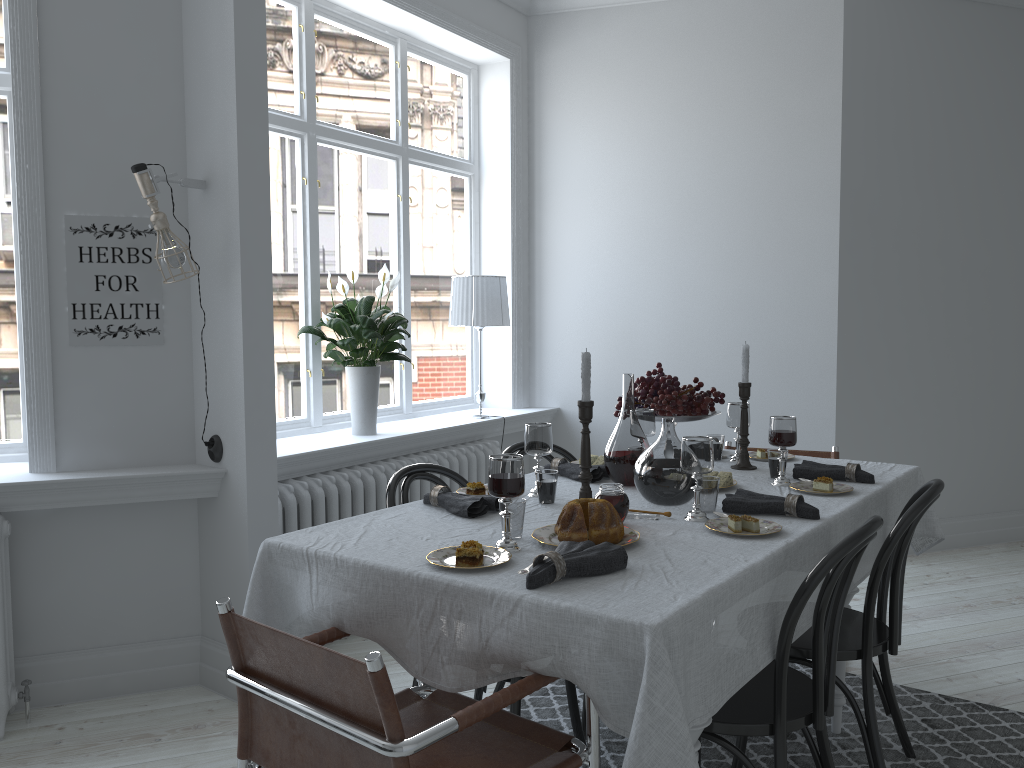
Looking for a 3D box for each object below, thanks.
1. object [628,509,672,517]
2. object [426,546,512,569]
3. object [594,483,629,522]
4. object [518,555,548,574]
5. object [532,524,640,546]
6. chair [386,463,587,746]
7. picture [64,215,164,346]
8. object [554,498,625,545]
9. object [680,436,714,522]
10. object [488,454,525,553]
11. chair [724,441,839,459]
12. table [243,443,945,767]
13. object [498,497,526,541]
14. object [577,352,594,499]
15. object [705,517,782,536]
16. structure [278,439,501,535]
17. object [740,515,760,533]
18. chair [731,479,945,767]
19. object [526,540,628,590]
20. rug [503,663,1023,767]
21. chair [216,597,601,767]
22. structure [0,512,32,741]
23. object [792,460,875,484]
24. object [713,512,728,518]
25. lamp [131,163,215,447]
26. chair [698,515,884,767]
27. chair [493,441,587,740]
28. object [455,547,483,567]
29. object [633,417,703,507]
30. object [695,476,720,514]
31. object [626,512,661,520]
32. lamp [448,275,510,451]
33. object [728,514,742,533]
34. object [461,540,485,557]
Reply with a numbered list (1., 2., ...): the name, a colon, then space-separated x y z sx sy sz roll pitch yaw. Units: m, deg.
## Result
1. object: 0.335 0.332 2.333 0.167 0.031 0.031 1 4 14
2. object: -0.092 0.377 1.908 0.182 0.013 0.182 -2 4 -21
3. object: 0.252 0.306 2.248 0.091 0.101 0.091 1 4 24
4. object: 0.046 0.379 1.869 0.031 0.012 0.131 1 4 22
5. object: 0.173 0.361 2.081 0.251 0.018 0.251 -2 4 -21
6. chair: -0.085 0.716 2.689 0.564 0.909 0.463 2 5 33
7. picture: -1.416 -0.367 3.165 0.311 0.457 0.003 -2 4 -21
8. object: 0.182 0.320 2.072 0.164 0.105 0.191 0 4 -1
9. object: 0.479 0.246 2.295 0.083 0.215 0.083 -2 4 -16
10. object: -0.012 0.270 2.004 0.083 0.215 0.083 -2 4 -16
11. chair: 1.021 0.687 3.519 0.546 0.837 0.593 1 4 24
12. table: 0.423 0.746 2.638 1.210 0.842 2.179 3 5 36
13. object: 0.001 0.321 2.104 0.066 0.094 0.066 -3 5 -32
14. object: 0.200 0.129 2.412 0.089 0.432 0.089 0 4 2
15. object: 0.567 0.353 2.176 0.182 0.013 0.182 -1 4 -6
16. structure: -0.560 0.718 4.131 0.245 0.753 1.710 2 5 32
17. object: 0.579 0.341 2.168 0.021 0.037 0.057 -3 5 -30
18. chair: 0.952 0.715 2.619 0.564 0.909 0.463 2 5 28
19. object: 0.139 0.361 1.796 0.165 0.061 0.247 1 4 19
20. rug: 0.539 1.160 2.612 1.701 0.021 2.166 3 5 37
21. chair: -0.195 0.817 1.783 0.546 0.837 0.593 3 5 41
22. structure: -2.422 0.830 2.716 1.673 0.753 0.245 -2 4 -21
23. object: 1.044 0.278 2.887 0.247 0.061 0.165 1 4 19
24. object: 0.582 0.345 2.298 0.131 0.012 0.031 3 5 37
25. lamp: -1.149 -0.250 3.063 0.131 0.977 0.312 4 6 44
26. chair: 0.594 0.748 2.176 0.564 0.909 0.463 2 5 33
27. chair: 0.235 0.680 3.169 0.463 0.909 0.564 -4 5 -42
28. object: -0.091 0.364 1.878 0.057 0.041 0.038 1 4 13
29. object: 0.438 0.217 2.489 0.194 0.245 0.194 -3 5 -37
30. object: 0.525 0.298 2.385 0.066 0.094 0.066 -3 5 -32
31. object: 0.316 0.345 2.338 0.150 0.009 0.075 1 4 14
32. lamp: -0.172 0.089 4.801 0.335 1.331 0.335 -3 5 -33
33. object: 0.547 0.341 2.175 0.021 0.037 0.057 -1 4 -2
34. object: -0.088 0.362 1.935 0.051 0.039 0.036 1 4 19
